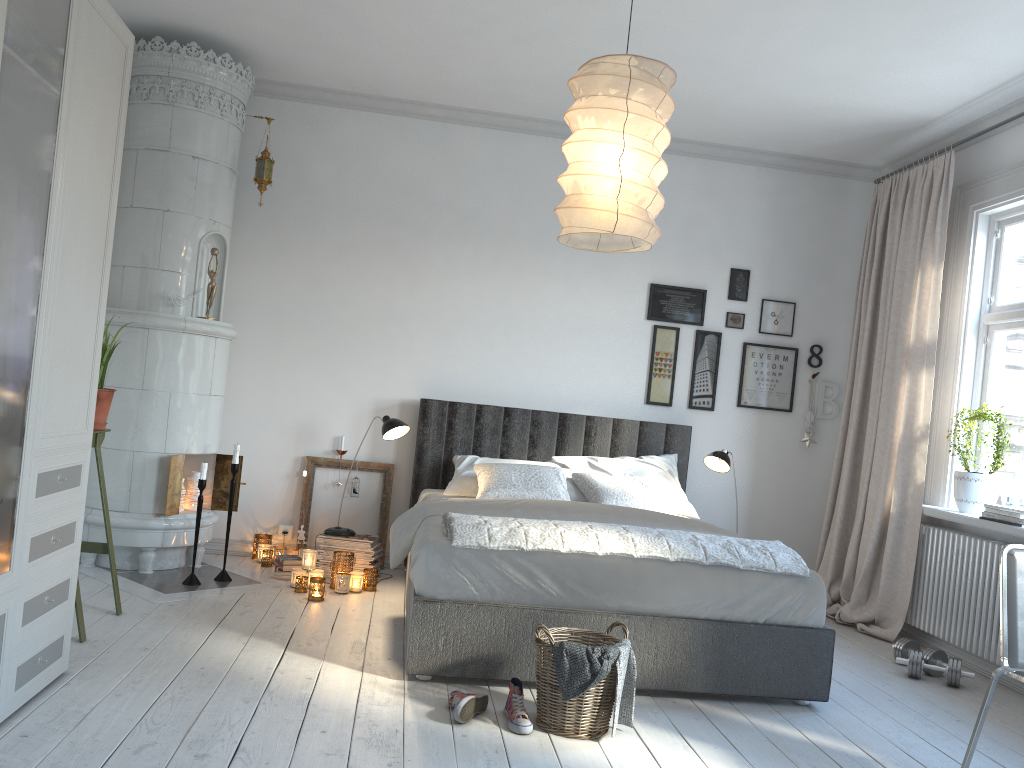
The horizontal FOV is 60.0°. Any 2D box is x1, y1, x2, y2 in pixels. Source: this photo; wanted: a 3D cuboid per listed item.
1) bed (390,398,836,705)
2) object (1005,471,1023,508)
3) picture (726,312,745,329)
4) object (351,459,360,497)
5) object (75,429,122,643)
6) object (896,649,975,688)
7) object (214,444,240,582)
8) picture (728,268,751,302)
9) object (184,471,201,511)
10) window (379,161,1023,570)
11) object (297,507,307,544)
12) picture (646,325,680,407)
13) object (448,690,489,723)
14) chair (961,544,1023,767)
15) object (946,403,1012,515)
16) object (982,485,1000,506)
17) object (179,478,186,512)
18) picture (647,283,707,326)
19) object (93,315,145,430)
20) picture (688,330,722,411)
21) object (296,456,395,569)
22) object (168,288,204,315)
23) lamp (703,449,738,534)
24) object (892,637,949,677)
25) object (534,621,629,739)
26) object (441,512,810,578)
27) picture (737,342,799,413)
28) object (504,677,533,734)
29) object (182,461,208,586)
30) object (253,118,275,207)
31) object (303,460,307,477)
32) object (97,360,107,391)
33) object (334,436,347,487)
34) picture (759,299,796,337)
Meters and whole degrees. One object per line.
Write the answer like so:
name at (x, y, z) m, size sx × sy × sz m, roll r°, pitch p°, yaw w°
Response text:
bed at (0.355, 0.681, 4.403) m, size 1.888 × 1.046 × 2.176 m, roll 6°, pitch -1°, yaw -7°
object at (2.379, 0.496, 4.189) m, size 0.074 × 0.173 × 0.074 m, roll 6°, pitch -1°, yaw 38°
picture at (1.428, -0.405, 5.669) m, size 0.119 × 0.098 × 0.010 m, roll 6°, pitch 0°, yaw -7°
object at (-0.939, 0.571, 5.365) m, size 0.062 × 0.228 × 0.063 m, roll 6°, pitch 0°, yaw 17°
object at (-1.822, 0.573, 3.558) m, size 0.431 × 0.774 × 0.671 m, roll 6°, pitch -1°, yaw -7°
object at (1.939, 1.302, 4.067) m, size 0.328 × 0.129 × 0.129 m, roll 5°, pitch -1°, yaw 28°
object at (-1.466, 0.663, 4.613) m, size 0.091 × 0.718 × 0.091 m, roll 6°, pitch 0°, yaw 2°
picture at (1.453, -0.634, 5.671) m, size 0.128 × 0.202 × 0.011 m, roll 6°, pitch 0°, yaw -7°
object at (-1.730, 0.583, 4.828) m, size 0.098 × 0.210 × 0.098 m, roll 6°, pitch -1°, yaw -8°
window at (3.850, -0.105, 7.698) m, size 11.968 × 7.008 × 7.979 m, roll 6°, pitch -1°, yaw -7°
object at (-1.245, 0.845, 5.300) m, size 0.062 × 0.220 × 0.028 m, roll 6°, pitch 0°, yaw -12°
picture at (0.957, -0.115, 5.612) m, size 0.165 × 0.504 × 0.020 m, roll 6°, pitch 0°, yaw -7°
object at (-0.176, 1.079, 3.001) m, size 0.120 × 0.084 × 0.222 m, roll 5°, pitch -1°, yaw 22°
chair at (1.681, 0.897, 2.466) m, size 0.562 × 0.797 × 0.524 m, roll 6°, pitch -1°, yaw -7°
object at (2.393, 0.379, 4.546) m, size 0.217 × 0.574 × 0.384 m, roll 6°, pitch -1°, yaw -26°
object at (2.357, 0.577, 4.363) m, size 0.059 × 0.165 × 0.196 m, roll 5°, pitch -1°, yaw 43°
object at (-1.790, 0.590, 4.730) m, size 0.093 × 0.179 × 0.093 m, roll 6°, pitch -1°, yaw -3°
picture at (1.047, -0.502, 5.621) m, size 0.366 × 0.232 × 0.020 m, roll 6°, pitch 0°, yaw -7°
object at (-1.750, -0.054, 3.776) m, size 0.334 × 0.499 × 0.300 m, roll 6°, pitch -1°, yaw -24°
picture at (1.230, -0.086, 5.645) m, size 0.165 × 0.504 × 0.020 m, roll 6°, pitch 0°, yaw -7°
object at (-1.006, 0.773, 5.349) m, size 0.528 × 0.630 × 0.082 m, roll 6°, pitch 0°, yaw -7°
object at (-1.695, -0.433, 4.600) m, size 0.059 × 0.165 × 0.196 m, roll 6°, pitch -1°, yaw 38°
lamp at (1.374, 0.867, 5.312) m, size 0.801 × 0.936 × 0.450 m, roll 6°, pitch -1°, yaw -24°
object at (1.959, 1.309, 4.255) m, size 0.129 × 0.129 × 0.328 m, roll 6°, pitch -1°, yaw -22°
object at (0.222, 0.986, 3.007) m, size 0.319 × 0.351 × 0.319 m, roll 6°, pitch -1°, yaw 25°
object at (0.449, 0.632, 3.564) m, size 1.460 × 0.104 × 0.405 m, roll 6°, pitch -1°, yaw -7°
picture at (1.643, -0.041, 5.694) m, size 0.365 × 0.415 × 0.021 m, roll 6°, pitch 0°, yaw -7°
object at (0.027, 1.082, 2.980) m, size 0.083 × 0.122 × 0.222 m, roll 6°, pitch -1°, yaw -7°
object at (-1.578, 0.696, 4.459) m, size 0.091 × 0.622 × 0.091 m, roll 6°, pitch 0°, yaw -28°
object at (-1.403, -1.253, 5.029) m, size 0.117 × 0.505 × 0.105 m, roll 6°, pitch 0°, yaw -33°
object at (-1.242, 0.492, 5.329) m, size 0.024 × 0.126 × 0.023 m, roll 6°, pitch 0°, yaw -23°
object at (-1.739, 0.007, 3.569) m, size 0.234 × 0.370 × 0.258 m, roll 6°, pitch -1°, yaw 5°
object at (-1.037, 0.467, 5.368) m, size 0.067 × 0.320 × 0.067 m, roll 6°, pitch -1°, yaw 42°
picture at (1.707, -0.425, 5.702) m, size 0.225 × 0.220 × 0.010 m, roll 6°, pitch 0°, yaw -7°
